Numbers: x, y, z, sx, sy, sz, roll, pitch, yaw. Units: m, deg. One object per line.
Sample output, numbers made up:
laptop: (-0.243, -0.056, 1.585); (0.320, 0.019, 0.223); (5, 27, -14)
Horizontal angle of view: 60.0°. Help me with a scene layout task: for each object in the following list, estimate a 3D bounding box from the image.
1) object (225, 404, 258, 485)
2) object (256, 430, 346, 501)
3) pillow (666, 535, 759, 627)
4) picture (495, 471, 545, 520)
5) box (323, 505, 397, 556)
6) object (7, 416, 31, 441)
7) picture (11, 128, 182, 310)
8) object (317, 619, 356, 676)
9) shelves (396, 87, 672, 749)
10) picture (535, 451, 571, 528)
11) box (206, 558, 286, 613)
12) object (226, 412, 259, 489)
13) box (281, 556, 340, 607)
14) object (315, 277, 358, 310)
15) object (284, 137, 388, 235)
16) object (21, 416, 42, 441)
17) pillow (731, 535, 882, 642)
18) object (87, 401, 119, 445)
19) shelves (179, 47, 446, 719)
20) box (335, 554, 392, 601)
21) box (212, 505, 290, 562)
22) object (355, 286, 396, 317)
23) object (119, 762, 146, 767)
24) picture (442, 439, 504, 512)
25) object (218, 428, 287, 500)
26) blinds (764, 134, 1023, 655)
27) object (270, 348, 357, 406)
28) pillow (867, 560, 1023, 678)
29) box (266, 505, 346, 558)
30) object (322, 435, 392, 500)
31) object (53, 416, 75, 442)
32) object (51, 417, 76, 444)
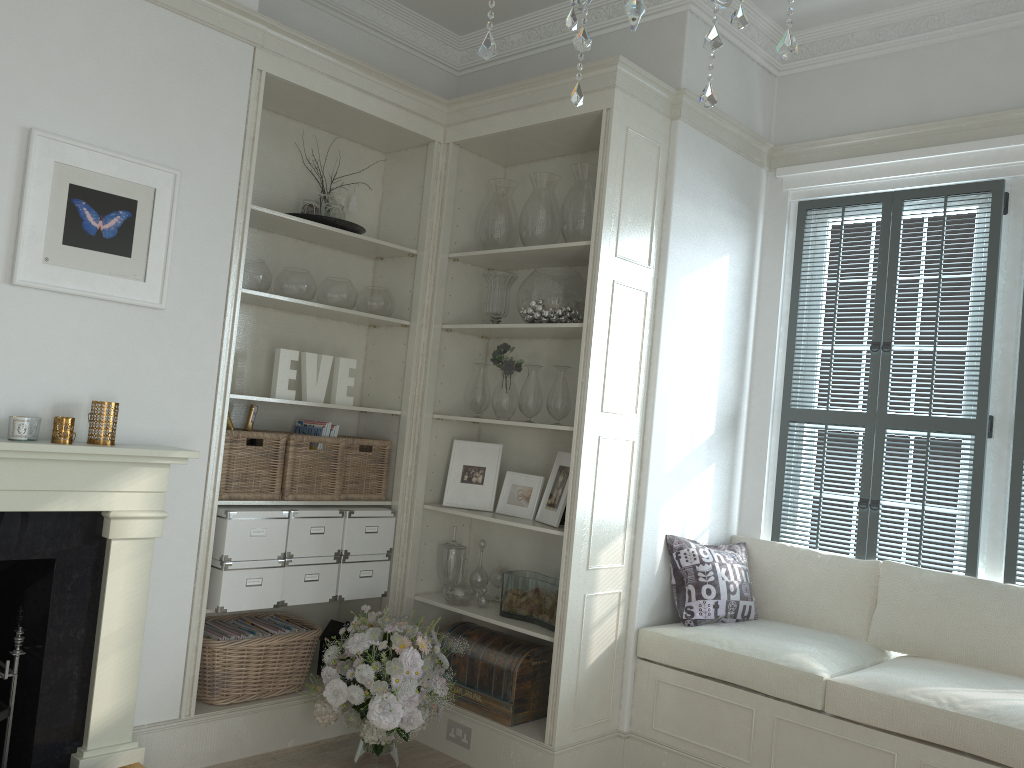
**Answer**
object: (-1.126, 0.262, 3.675); (0.094, 0.361, 0.127); (3, -4, 43)
object: (-0.915, 0.346, 3.781); (0.275, 0.270, 0.276); (3, -4, 43)
pillow: (0.881, 0.858, 3.804); (0.550, 0.398, 0.229); (7, -3, -34)
picture: (0.053, 0.486, 3.876); (0.206, 0.192, 0.124); (3, -4, 38)
box: (-0.750, 0.630, 3.939); (0.400, 0.191, 0.270); (3, -4, 43)
object: (-1.495, 0.136, 2.688); (0.060, 0.073, 0.060); (5, -3, 9)
picture: (-1.366, -0.532, 2.953); (0.024, 0.496, 0.494); (3, -4, 43)
object: (-0.764, 1.170, 3.924); (0.135, 0.248, 0.135); (4, -3, 33)
shelves: (0.062, 0.115, 3.824); (0.972, 2.523, 0.399); (3, -4, 43)
picture: (0.205, 0.430, 3.655); (0.124, 0.300, 0.202); (7, -3, -22)
box: (-1.136, 0.765, 3.533); (0.400, 0.191, 0.270); (3, -4, 43)
object: (-1.084, 0.273, 3.538); (0.095, 0.332, 0.284); (4, -3, 22)
box: (-0.961, 0.791, 3.734); (0.400, 0.191, 0.270); (3, -4, 43)
object: (-0.769, -0.389, 3.884); (0.185, 0.140, 0.185); (7, -3, -27)
object: (-0.786, -0.894, 3.861); (0.457, 0.485, 0.399); (6, -3, -7)
object: (-1.497, 0.139, 2.753); (0.060, 0.073, 0.060); (5, -3, 9)
pillow: (1.247, 0.892, 3.876); (0.695, 0.360, 0.187); (3, -4, 43)
object: (-1.337, 0.128, 2.902); (0.087, 0.140, 0.090); (6, -3, -9)
shelves: (-0.901, 0.021, 3.786); (0.399, 2.523, 0.992); (3, -4, 43)
box: (-0.774, 0.819, 3.935); (0.400, 0.191, 0.270); (3, -4, 43)
box: (-1.122, 0.575, 3.538); (0.400, 0.191, 0.270); (3, -4, 43)
object: (-0.623, -0.368, 4.041); (0.185, 0.140, 0.185); (7, -3, -27)
object: (-1.308, 1.230, 2.638); (0.150, 0.083, 0.459); (3, -4, 45)
picture: (-0.171, 0.411, 4.006); (0.231, 0.300, 0.127); (5, -3, 13)
object: (-1.119, 0.318, 3.590); (0.275, 0.270, 0.276); (3, -4, 43)
blinds: (2.316, 0.154, 3.149); (3.076, 2.238, 0.141); (3, -4, 43)
object: (-0.840, -0.024, 3.791); (0.039, 0.207, 0.393); (3, -4, 43)
pillow: (1.779, 0.915, 3.374); (0.787, 0.360, 0.193); (3, -4, 43)
box: (-0.942, 0.602, 3.750); (0.400, 0.191, 0.270); (3, -4, 43)
object: (-0.748, 0.373, 4.006); (0.275, 0.270, 0.276); (3, -4, 43)
object: (-1.433, 0.146, 2.835); (0.060, 0.079, 0.060); (5, -3, 10)
object: (-1.396, 0.146, 2.756); (0.060, 0.079, 0.060); (5, -3, 15)
